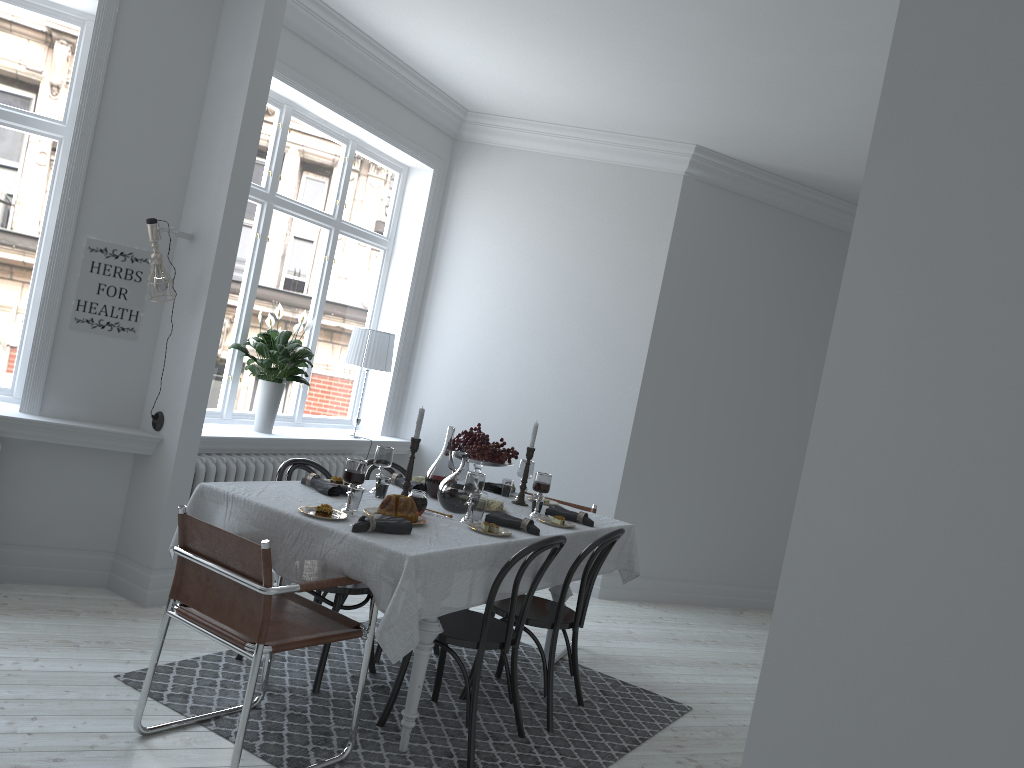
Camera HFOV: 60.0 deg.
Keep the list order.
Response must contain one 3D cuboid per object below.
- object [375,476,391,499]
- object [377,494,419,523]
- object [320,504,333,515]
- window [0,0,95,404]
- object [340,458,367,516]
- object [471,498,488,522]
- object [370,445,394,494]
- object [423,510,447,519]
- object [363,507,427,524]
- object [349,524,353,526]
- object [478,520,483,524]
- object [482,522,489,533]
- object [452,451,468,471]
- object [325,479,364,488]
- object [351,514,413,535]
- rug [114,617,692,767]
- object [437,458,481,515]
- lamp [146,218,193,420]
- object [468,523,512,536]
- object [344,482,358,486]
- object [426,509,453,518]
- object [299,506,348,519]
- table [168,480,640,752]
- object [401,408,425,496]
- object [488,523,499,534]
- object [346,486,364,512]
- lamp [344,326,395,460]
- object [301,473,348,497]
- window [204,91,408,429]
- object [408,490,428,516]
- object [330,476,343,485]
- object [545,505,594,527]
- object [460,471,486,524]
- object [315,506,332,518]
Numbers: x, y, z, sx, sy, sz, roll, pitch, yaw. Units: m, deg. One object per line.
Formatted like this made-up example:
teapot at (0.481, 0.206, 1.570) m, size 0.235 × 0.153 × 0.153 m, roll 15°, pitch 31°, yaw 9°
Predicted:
object at (-0.576, 0.459, 3.924) m, size 0.066 × 0.094 × 0.066 m, roll 11°, pitch 1°, yaw -39°
object at (-0.446, 0.490, 3.502) m, size 0.164 × 0.105 × 0.191 m, roll 11°, pitch 1°, yaw -8°
object at (-0.699, 0.471, 3.333) m, size 0.051 × 0.039 × 0.036 m, roll 12°, pitch 1°, yaw 13°
window at (-3.099, -1.040, 4.206) m, size 1.716 × 2.080 × 0.061 m, roll 11°, pitch 1°, yaw -27°
object at (-0.616, 0.399, 3.415) m, size 0.083 × 0.215 × 0.083 m, roll 11°, pitch 1°, yaw -23°
object at (-0.147, 0.547, 3.854) m, size 0.066 × 0.094 × 0.066 m, roll 11°, pitch 1°, yaw -39°
object at (-0.597, 0.393, 4.046) m, size 0.083 × 0.215 × 0.083 m, roll 11°, pitch 1°, yaw -23°
object at (-0.354, 0.550, 3.780) m, size 0.150 × 0.009 × 0.075 m, roll 12°, pitch 1°, yaw 8°
object at (-0.464, 0.528, 3.508) m, size 0.251 × 0.018 × 0.251 m, roll 11°, pitch 1°, yaw -27°
object at (-0.564, 0.513, 3.282) m, size 0.031 × 0.012 × 0.131 m, roll 12°, pitch 1°, yaw 15°
object at (-0.090, 0.602, 3.772) m, size 0.131 × 0.012 × 0.031 m, roll 12°, pitch 1°, yaw 30°
object at (-0.108, 0.587, 3.646) m, size 0.021 × 0.037 × 0.057 m, roll 11°, pitch 1°, yaw -9°
object at (-0.283, 0.450, 4.481) m, size 0.083 × 0.215 × 0.083 m, roll 11°, pitch 1°, yaw -32°
object at (-0.767, 0.461, 4.039) m, size 0.182 × 0.013 × 0.182 m, roll 11°, pitch 1°, yaw -27°
object at (-0.461, 0.512, 3.221) m, size 0.165 × 0.061 × 0.247 m, roll 12°, pitch 1°, yaw 12°
rug at (-0.331, 1.401, 4.032) m, size 1.701 × 0.021 × 2.166 m, roll 12°, pitch 1°, yaw 31°
object at (-0.228, 0.454, 3.951) m, size 0.194 × 0.245 × 0.194 m, roll 11°, pitch 1°, yaw -44°
lamp at (-1.752, -0.306, 4.363) m, size 0.131 × 0.977 × 0.312 m, roll 12°, pitch 1°, yaw 37°
object at (-0.091, 0.603, 3.649) m, size 0.182 × 0.013 × 0.182 m, roll 11°, pitch 1°, yaw -12°
object at (-0.731, 0.453, 4.035) m, size 0.057 × 0.041 × 0.038 m, roll 12°, pitch 1°, yaw 15°
object at (-0.332, 0.540, 3.779) m, size 0.167 × 0.031 × 0.031 m, roll 12°, pitch 1°, yaw 8°
object at (-0.703, 0.484, 3.305) m, size 0.182 × 0.013 × 0.182 m, roll 11°, pitch 1°, yaw -27°
table at (-0.366, 0.973, 4.067) m, size 1.210 × 0.842 × 2.179 m, roll 12°, pitch 1°, yaw 30°
object at (-0.433, 0.317, 3.852) m, size 0.089 × 0.432 × 0.089 m, roll 11°, pitch 1°, yaw -5°
object at (-0.076, 0.593, 3.643) m, size 0.021 × 0.037 × 0.057 m, roll 11°, pitch 1°, yaw -37°
object at (-0.626, 0.455, 3.513) m, size 0.066 × 0.094 × 0.066 m, roll 11°, pitch 1°, yaw -39°
lamp at (-1.087, 0.278, 6.180) m, size 0.335 × 1.331 × 0.335 m, roll 11°, pitch 1°, yaw -40°
object at (-0.819, 0.431, 3.804) m, size 0.247 × 0.061 × 0.165 m, roll 12°, pitch 1°, yaw 12°
window at (-1.449, -0.730, 5.824) m, size 0.061 × 2.080 × 2.079 m, roll 12°, pitch 1°, yaw 25°
object at (-0.397, 0.495, 3.686) m, size 0.091 × 0.101 × 0.091 m, roll 12°, pitch 1°, yaw 18°
object at (-0.798, 0.441, 4.039) m, size 0.036 × 0.039 × 0.051 m, roll 12°, pitch 1°, yaw 40°
object at (0.299, 0.648, 4.413) m, size 0.247 × 0.061 × 0.165 m, roll 12°, pitch 1°, yaw 12°
object at (-0.170, 0.484, 3.763) m, size 0.083 × 0.215 × 0.083 m, roll 11°, pitch 1°, yaw -23°
object at (-0.696, 0.472, 3.276) m, size 0.057 × 0.041 × 0.038 m, roll 12°, pitch 1°, yaw 6°
